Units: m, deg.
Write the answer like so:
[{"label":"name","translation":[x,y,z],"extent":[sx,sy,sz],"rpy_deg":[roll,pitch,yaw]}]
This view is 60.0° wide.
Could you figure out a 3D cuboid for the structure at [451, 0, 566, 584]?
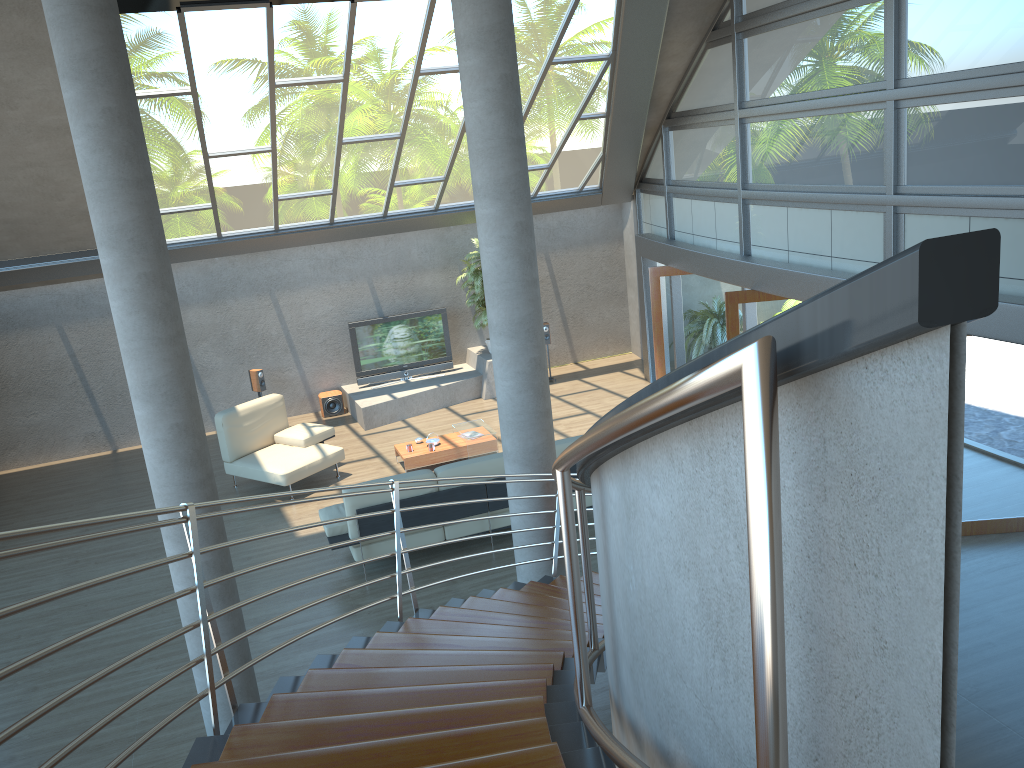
[{"label":"structure","translation":[-0.077,-1.352,5.900],"extent":[0.381,7.125,0.382],"rpy_deg":[1,17,25]}]

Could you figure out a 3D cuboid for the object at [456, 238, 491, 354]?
[{"label":"object","translation":[-0.374,-1.400,14.077],"extent":[0.932,1.857,0.895],"rpy_deg":[3,17,30]}]

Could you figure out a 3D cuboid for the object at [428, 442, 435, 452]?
[{"label":"object","translation":[-0.996,0.779,10.998],"extent":[0.085,0.101,0.070],"rpy_deg":[-3,15,10]}]

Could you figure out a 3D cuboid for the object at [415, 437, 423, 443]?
[{"label":"object","translation":[-1.192,0.713,11.351],"extent":[0.100,0.086,0.102],"rpy_deg":[-10,15,-13]}]

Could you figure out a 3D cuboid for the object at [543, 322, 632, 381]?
[{"label":"object","translation":[-2.206,-0.426,15.335],"extent":[21.345,0.982,7.863],"rpy_deg":[-10,15,-14]}]

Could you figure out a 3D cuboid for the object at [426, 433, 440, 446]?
[{"label":"object","translation":[-1.003,0.695,11.196],"extent":[0.178,0.161,0.178],"rpy_deg":[0,16,23]}]

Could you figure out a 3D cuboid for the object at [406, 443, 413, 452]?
[{"label":"object","translation":[-1.278,0.792,11.065],"extent":[0.070,0.101,0.085],"rpy_deg":[-11,16,-18]}]

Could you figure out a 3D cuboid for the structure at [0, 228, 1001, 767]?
[{"label":"structure","translation":[0.472,0.854,4.220],"extent":[2.349,3.653,6.809],"rpy_deg":[-1,16,20]}]

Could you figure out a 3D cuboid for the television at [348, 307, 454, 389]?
[{"label":"television","translation":[-1.749,-0.578,14.122],"extent":[1.568,1.063,0.396],"rpy_deg":[-11,16,-17]}]

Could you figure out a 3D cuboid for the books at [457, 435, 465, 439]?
[{"label":"books","translation":[-0.561,0.669,11.414],"extent":[0.189,0.005,0.275],"rpy_deg":[-17,18,-36]}]

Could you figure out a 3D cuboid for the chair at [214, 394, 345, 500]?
[{"label":"chair","translation":[-2.814,0.732,11.125],"extent":[1.244,1.023,1.217],"rpy_deg":[5,19,37]}]

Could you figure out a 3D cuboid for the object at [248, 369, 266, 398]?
[{"label":"object","translation":[-3.805,0.247,13.433],"extent":[0.234,0.959,0.171],"rpy_deg":[5,19,37]}]

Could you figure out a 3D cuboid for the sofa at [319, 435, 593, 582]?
[{"label":"sofa","translation":[-0.394,1.080,9.032],"extent":[3.079,0.947,1.166],"rpy_deg":[-11,16,-17]}]

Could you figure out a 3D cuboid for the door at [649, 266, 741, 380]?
[{"label":"door","translation":[3.108,-0.719,12.231],"extent":[2.298,1.977,0.200],"rpy_deg":[-3,15,11]}]

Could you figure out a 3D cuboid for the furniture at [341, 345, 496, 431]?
[{"label":"furniture","translation":[-1.122,-0.016,14.023],"extent":[2.936,0.610,1.577],"rpy_deg":[-11,16,-17]}]

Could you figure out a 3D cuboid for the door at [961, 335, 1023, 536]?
[{"label":"door","translation":[4.334,0.372,7.664],"extent":[2.298,1.977,0.200],"rpy_deg":[-5,15,4]}]

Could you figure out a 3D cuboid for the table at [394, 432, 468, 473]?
[{"label":"table","translation":[-0.842,0.858,11.319],"extent":[1.200,0.250,0.600],"rpy_deg":[-11,16,-17]}]

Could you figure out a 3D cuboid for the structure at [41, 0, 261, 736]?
[{"label":"structure","translation":[-2.265,-0.933,5.231],"extent":[0.382,7.125,0.381],"rpy_deg":[-11,16,-17]}]

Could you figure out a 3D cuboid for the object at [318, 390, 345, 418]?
[{"label":"object","translation":[-2.865,0.304,14.056],"extent":[0.362,0.323,0.425],"rpy_deg":[-11,16,-17]}]

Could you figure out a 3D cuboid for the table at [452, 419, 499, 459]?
[{"label":"table","translation":[-0.472,0.734,11.420],"extent":[0.400,0.342,0.680],"rpy_deg":[-11,16,-17]}]

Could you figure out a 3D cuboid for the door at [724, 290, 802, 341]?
[{"label":"door","translation":[3.595,-0.158,9.945],"extent":[2.298,1.977,0.200],"rpy_deg":[-5,15,6]}]

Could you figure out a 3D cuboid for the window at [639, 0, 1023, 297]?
[{"label":"window","translation":[4.396,-1.690,6.313],"extent":[1.098,6.630,16.616],"rpy_deg":[-11,16,-18]}]
